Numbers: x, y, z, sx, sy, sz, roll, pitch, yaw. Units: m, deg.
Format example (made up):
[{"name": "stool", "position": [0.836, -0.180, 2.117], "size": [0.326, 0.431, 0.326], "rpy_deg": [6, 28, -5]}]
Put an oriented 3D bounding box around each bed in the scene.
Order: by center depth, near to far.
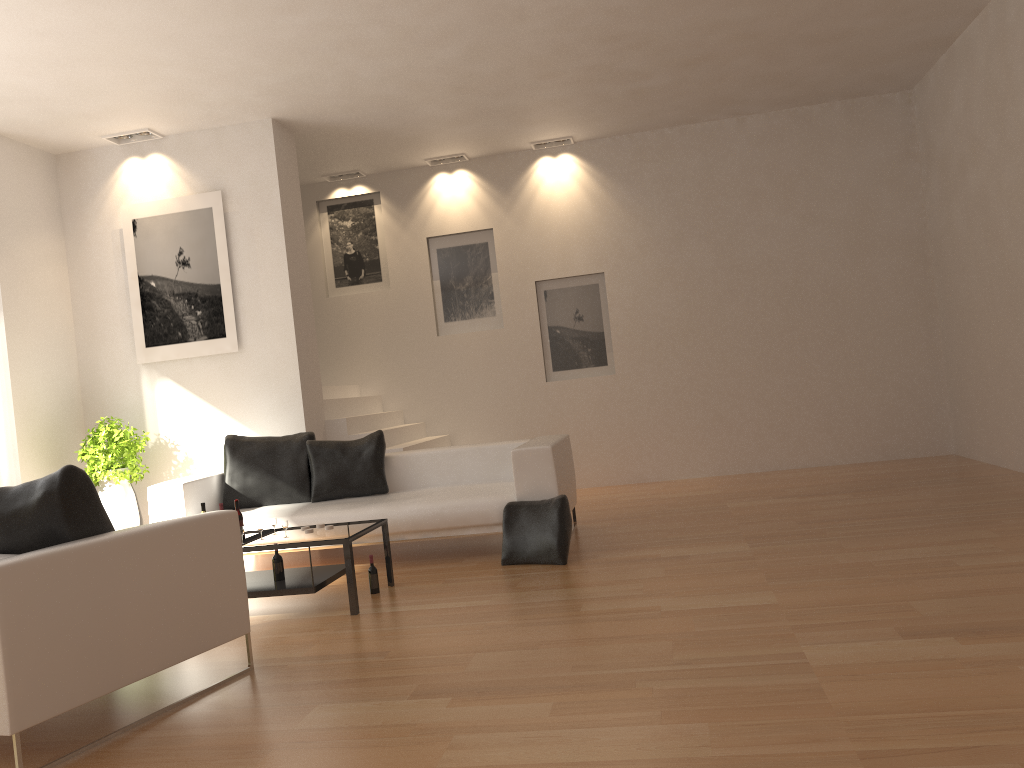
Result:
[{"name": "bed", "position": [-1.088, 0.947, 6.877], "size": [3.075, 0.761, 1.262], "rpy_deg": [-6, 0, 9]}]

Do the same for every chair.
[{"name": "chair", "position": [-2.201, 1.046, 3.909], "size": [1.671, 0.761, 1.262], "rpy_deg": [-7, -1, 25]}]

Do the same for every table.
[{"name": "table", "position": [-1.589, 1.172, 5.403], "size": [1.566, 0.460, 0.709], "rpy_deg": [-6, 0, 9]}]

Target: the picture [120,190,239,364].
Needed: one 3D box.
[{"name": "picture", "position": [-2.969, -0.944, 7.901], "size": [0.979, 1.431, 0.004], "rpy_deg": [-6, 0, 9]}]

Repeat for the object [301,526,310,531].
[{"name": "object", "position": [-1.267, 0.887, 5.437], "size": [0.052, 0.021, 0.052], "rpy_deg": [-6, 0, -13]}]

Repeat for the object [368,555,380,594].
[{"name": "object", "position": [-0.854, 1.173, 5.451], "size": [0.059, 0.244, 0.059], "rpy_deg": [-6, 0, -14]}]

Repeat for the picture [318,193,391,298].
[{"name": "picture", "position": [-1.804, -1.588, 10.142], "size": [0.802, 1.155, 0.005], "rpy_deg": [-6, 0, 9]}]

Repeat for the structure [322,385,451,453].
[{"name": "structure", "position": [-2.314, 0.775, 9.255], "size": [4.625, 1.403, 1.839], "rpy_deg": [-6, 0, 9]}]

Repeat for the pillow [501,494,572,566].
[{"name": "pillow", "position": [0.175, 0.985, 5.912], "size": [0.503, 0.457, 0.340], "rpy_deg": [-7, -1, 28]}]

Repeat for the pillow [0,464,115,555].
[{"name": "pillow", "position": [-1.867, 0.667, 3.586], "size": [0.506, 0.666, 0.324], "rpy_deg": [-6, 0, 0]}]

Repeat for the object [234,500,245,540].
[{"name": "object", "position": [-1.669, 0.830, 5.410], "size": [0.057, 0.248, 0.057], "rpy_deg": [-7, -1, 27]}]

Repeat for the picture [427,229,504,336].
[{"name": "picture", "position": [-0.517, -1.132, 9.933], "size": [0.802, 1.155, 0.005], "rpy_deg": [-6, 0, 9]}]

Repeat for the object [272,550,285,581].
[{"name": "object", "position": [-1.408, 1.076, 5.331], "size": [0.065, 0.217, 0.065], "rpy_deg": [-6, 0, -8]}]

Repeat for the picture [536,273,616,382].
[{"name": "picture", "position": [0.698, -0.615, 9.736], "size": [0.802, 1.155, 0.005], "rpy_deg": [-6, 0, 9]}]

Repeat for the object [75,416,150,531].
[{"name": "object", "position": [-3.401, 0.930, 7.649], "size": [0.570, 1.324, 0.631], "rpy_deg": [-7, -1, 24]}]

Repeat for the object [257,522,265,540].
[{"name": "object", "position": [-1.496, 0.878, 5.285], "size": [0.039, 0.101, 0.039], "rpy_deg": [-6, -1, -33]}]

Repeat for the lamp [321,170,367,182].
[{"name": "lamp", "position": [-1.891, -2.406, 9.949], "size": [0.446, 0.166, 0.243], "rpy_deg": [-6, 0, 9]}]

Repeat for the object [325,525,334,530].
[{"name": "object", "position": [-1.105, 0.868, 5.362], "size": [0.052, 0.021, 0.052], "rpy_deg": [-6, 0, -13]}]

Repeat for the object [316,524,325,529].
[{"name": "object", "position": [-1.183, 0.877, 5.481], "size": [0.052, 0.021, 0.052], "rpy_deg": [-6, 0, -13]}]

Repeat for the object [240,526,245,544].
[{"name": "object", "position": [-1.589, 0.888, 5.212], "size": [0.039, 0.101, 0.039], "rpy_deg": [-6, -1, -39]}]

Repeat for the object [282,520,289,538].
[{"name": "object", "position": [-1.345, 0.861, 5.265], "size": [0.039, 0.101, 0.039], "rpy_deg": [-6, -1, -33]}]

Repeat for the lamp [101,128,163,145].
[{"name": "lamp", "position": [-3.366, -2.259, 7.852], "size": [0.446, 0.166, 0.243], "rpy_deg": [-6, 0, 9]}]

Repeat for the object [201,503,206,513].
[{"name": "object", "position": [-1.848, 0.844, 5.340], "size": [0.068, 0.257, 0.067], "rpy_deg": [-7, -1, 28]}]

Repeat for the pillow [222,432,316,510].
[{"name": "pillow", "position": [-1.950, 0.706, 7.165], "size": [0.755, 0.666, 0.346], "rpy_deg": [-6, 0, -5]}]

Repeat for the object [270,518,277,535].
[{"name": "object", "position": [-1.464, 0.876, 5.462], "size": [0.039, 0.101, 0.039], "rpy_deg": [-6, -1, -33]}]

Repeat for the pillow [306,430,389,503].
[{"name": "pillow", "position": [-1.308, 0.658, 7.079], "size": [0.628, 0.524, 0.270], "rpy_deg": [-6, 0, -7]}]

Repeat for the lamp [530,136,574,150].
[{"name": "lamp", "position": [0.426, -2.668, 9.560], "size": [0.446, 0.166, 0.243], "rpy_deg": [-6, 0, 9]}]

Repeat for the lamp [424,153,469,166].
[{"name": "lamp", "position": [-0.724, -2.538, 9.753], "size": [0.446, 0.166, 0.243], "rpy_deg": [-6, 0, 9]}]

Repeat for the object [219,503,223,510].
[{"name": "object", "position": [-1.736, 0.838, 5.327], "size": [0.059, 0.244, 0.059], "rpy_deg": [-6, 0, 10]}]

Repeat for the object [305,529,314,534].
[{"name": "object", "position": [-1.213, 0.879, 5.300], "size": [0.052, 0.021, 0.052], "rpy_deg": [-7, -1, 32]}]
